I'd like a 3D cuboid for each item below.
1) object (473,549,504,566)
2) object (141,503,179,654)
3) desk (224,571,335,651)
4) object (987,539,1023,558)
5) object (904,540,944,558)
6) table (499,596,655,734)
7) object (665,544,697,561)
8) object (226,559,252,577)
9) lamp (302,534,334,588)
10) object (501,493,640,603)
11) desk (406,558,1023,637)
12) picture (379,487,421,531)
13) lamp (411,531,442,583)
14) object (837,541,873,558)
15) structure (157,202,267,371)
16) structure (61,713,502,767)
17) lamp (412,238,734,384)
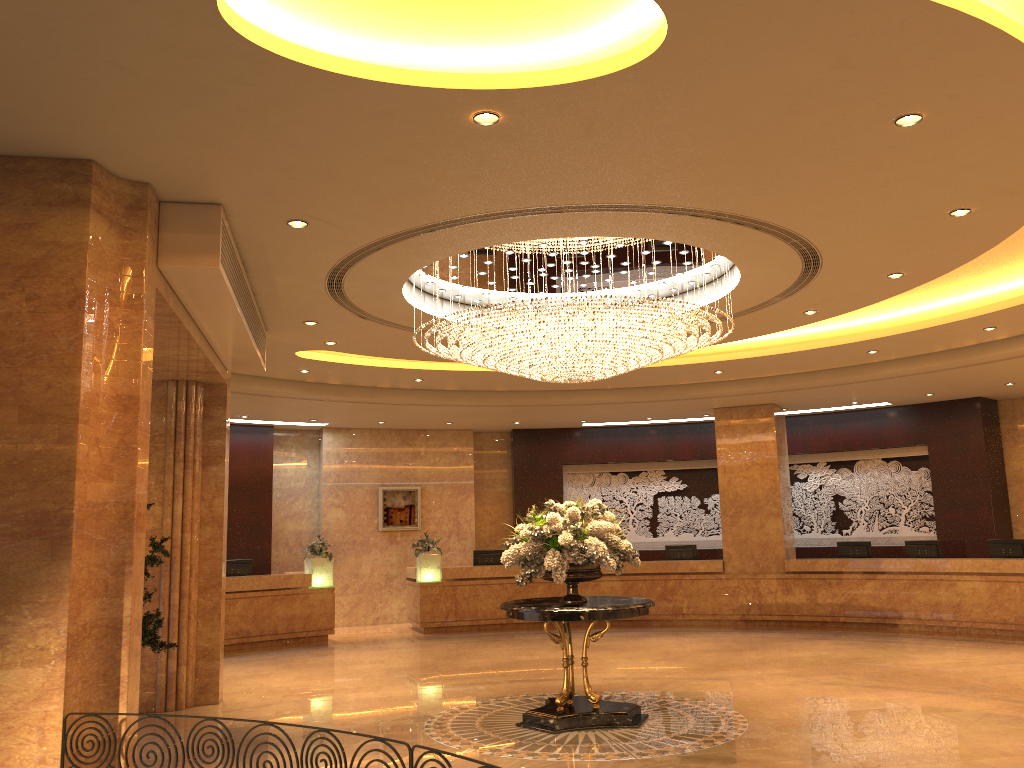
[{"bbox_3d":[-0.454,3.457,17.147,0.531,0.500,0.430,-6,-11,26],"label":"object"},{"bbox_3d":[-3.965,2.137,8.601,1.250,2.363,0.843,4,-11,-30],"label":"object"},{"bbox_3d":[-5.230,3.740,14.310,1.570,1.155,5.227,-10,-13,43],"label":"desk"},{"bbox_3d":[7.917,2.726,14.128,0.430,0.500,0.531,-1,-10,-3],"label":"object"},{"bbox_3d":[7.007,2.908,15.065,0.430,0.500,0.531,0,-10,-8],"label":"object"},{"bbox_3d":[0.637,2.631,8.452,1.493,1.089,1.493,1,-10,-17],"label":"table"},{"bbox_3d":[3.256,3.340,17.043,0.430,0.500,0.531,6,-12,-39],"label":"object"},{"bbox_3d":[-4.857,3.234,15.020,0.918,0.500,0.397,4,-11,-29],"label":"object"},{"bbox_3d":[-3.433,3.118,15.651,0.570,0.923,0.580,1,-10,-14],"label":"lamp"},{"bbox_3d":[0.584,1.608,8.650,1.277,0.999,1.318,-5,-10,19],"label":"object"},{"bbox_3d":[4.201,3.675,15.437,12.951,1.155,3.466,-6,-10,23],"label":"desk"},{"bbox_3d":[-2.321,2.578,18.361,0.875,0.890,0.068,2,-10,-20],"label":"picture"},{"bbox_3d":[-1.576,3.213,16.511,0.577,0.925,0.542,0,-10,-9],"label":"lamp"},{"bbox_3d":[6.105,3.051,15.773,0.430,0.500,0.531,1,-10,-14],"label":"object"},{"bbox_3d":[-2.701,-0.727,8.358,0.425,0.483,4.113,0,-10,-11],"label":"structure"},{"bbox_3d":[-1.166,1.686,1.090,3.815,0.995,7.624,-3,-10,7],"label":"structure"},{"bbox_3d":[0.604,-0.611,9.008,3.206,1.196,3.204,-6,-11,25],"label":"lamp"}]
